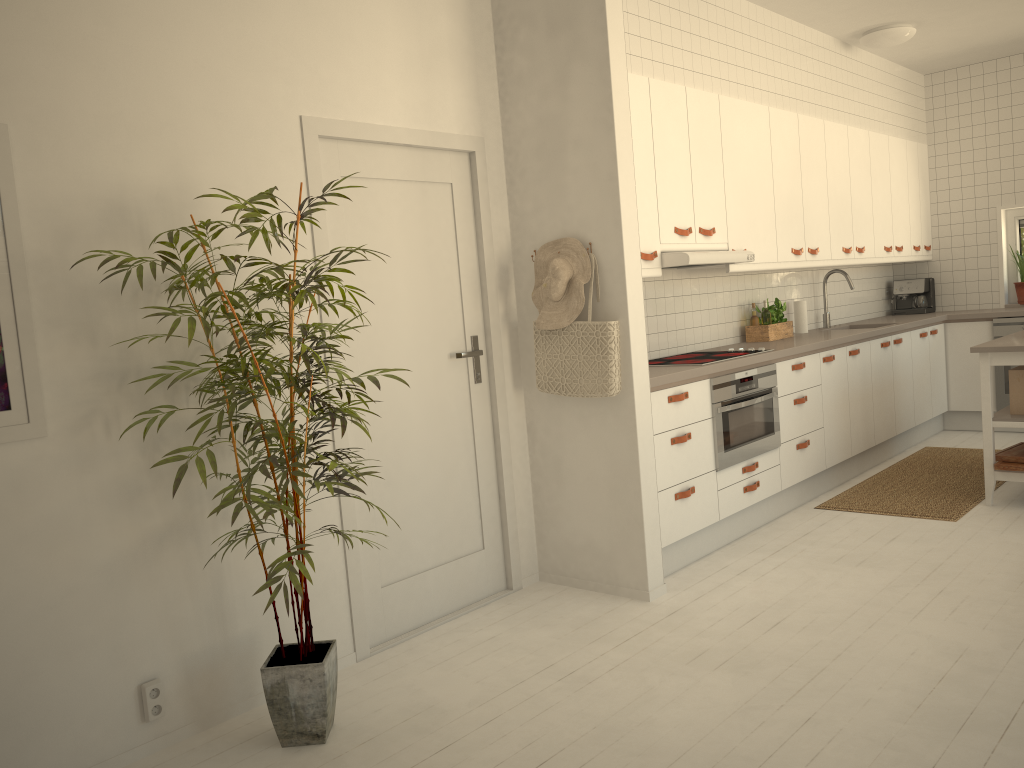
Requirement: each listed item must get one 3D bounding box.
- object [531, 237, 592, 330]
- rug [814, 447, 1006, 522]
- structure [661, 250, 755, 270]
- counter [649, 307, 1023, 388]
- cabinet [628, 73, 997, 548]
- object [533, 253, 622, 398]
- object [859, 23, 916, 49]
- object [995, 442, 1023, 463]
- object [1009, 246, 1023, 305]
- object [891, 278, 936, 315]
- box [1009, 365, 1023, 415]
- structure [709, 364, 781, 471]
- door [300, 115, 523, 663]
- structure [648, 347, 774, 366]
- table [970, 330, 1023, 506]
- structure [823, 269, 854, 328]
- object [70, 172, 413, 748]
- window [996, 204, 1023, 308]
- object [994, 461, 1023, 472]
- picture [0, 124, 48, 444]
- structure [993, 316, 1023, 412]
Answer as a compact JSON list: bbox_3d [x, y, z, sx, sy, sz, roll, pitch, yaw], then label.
[{"bbox_3d":[0.193,-0.428,3.788,0.335,0.385,0.136,0,6,42],"label":"object"},{"bbox_3d":[2.655,0.582,5.522,0.750,0.004,2.001,0,7,42],"label":"rug"},{"bbox_3d":[0.900,-0.649,4.651,0.482,0.073,0.681,0,7,42],"label":"structure"},{"bbox_3d":[2.805,-0.239,5.007,2.856,0.163,4.847,0,7,42],"label":"counter"},{"bbox_3d":[2.770,-0.634,4.976,2.853,2.158,4.847,0,7,42],"label":"cabinet"},{"bbox_3d":[0.269,-0.246,3.799,0.439,0.612,0.093,-1,6,41],"label":"object"},{"bbox_3d":[2.510,-2.310,5.926,0.351,0.101,0.351,-5,5,-6],"label":"object"},{"bbox_3d":[2.839,0.375,4.831,0.430,0.030,0.281,-9,7,-39],"label":"object"},{"bbox_3d":[4.125,-0.891,7.089,0.300,0.498,0.334,-3,5,25],"label":"object"},{"bbox_3d":[3.353,-0.734,7.471,0.316,0.292,0.280,0,7,43],"label":"object"},{"bbox_3d":[2.881,0.024,4.819,0.237,0.242,0.357,0,7,43],"label":"box"},{"bbox_3d":[0.962,0.155,4.717,0.704,0.447,0.682,0,7,42],"label":"structure"},{"bbox_3d":[-0.400,-0.014,3.660,0.166,2.032,0.956,-1,6,42],"label":"door"},{"bbox_3d":[0.970,-0.126,4.655,0.504,0.057,0.764,0,7,42],"label":"structure"},{"bbox_3d":[3.237,0.146,5.007,0.794,0.864,1.425,0,7,42],"label":"table"},{"bbox_3d":[2.345,-0.616,6.379,0.063,0.421,0.236,-9,6,-40],"label":"structure"},{"bbox_3d":[-0.881,0.321,2.173,0.778,1.710,2.090,-3,5,23],"label":"object"},{"bbox_3d":[4.723,-1.037,6.625,1.898,0.815,0.294,0,7,42],"label":"window"},{"bbox_3d":[2.804,0.414,4.766,0.280,0.030,0.431,0,7,42],"label":"object"},{"bbox_3d":[-1.636,-0.235,2.194,0.012,0.876,0.822,-1,6,42],"label":"picture"},{"bbox_3d":[4.144,-0.181,6.738,0.705,0.710,0.704,0,7,42],"label":"structure"}]
